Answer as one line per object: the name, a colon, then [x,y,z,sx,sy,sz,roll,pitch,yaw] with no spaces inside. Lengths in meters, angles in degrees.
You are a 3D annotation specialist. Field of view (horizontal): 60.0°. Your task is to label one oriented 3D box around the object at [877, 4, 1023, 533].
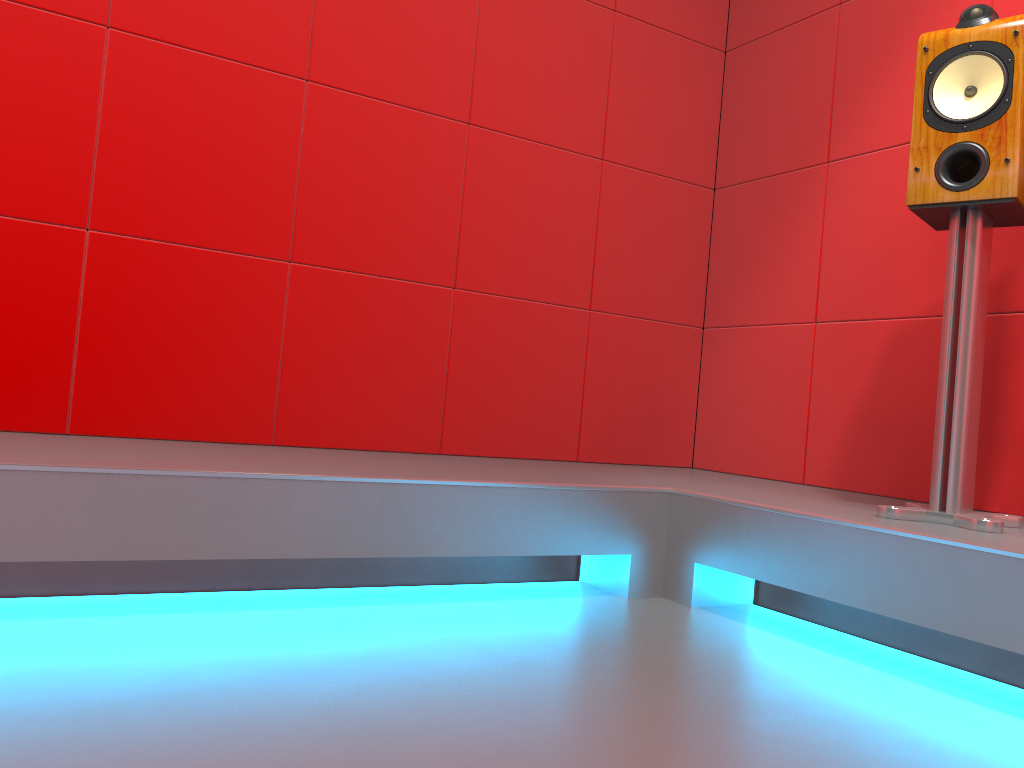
object: [0.952,-0.241,1.850,0.231,1.058,0.265,4,-2,39]
